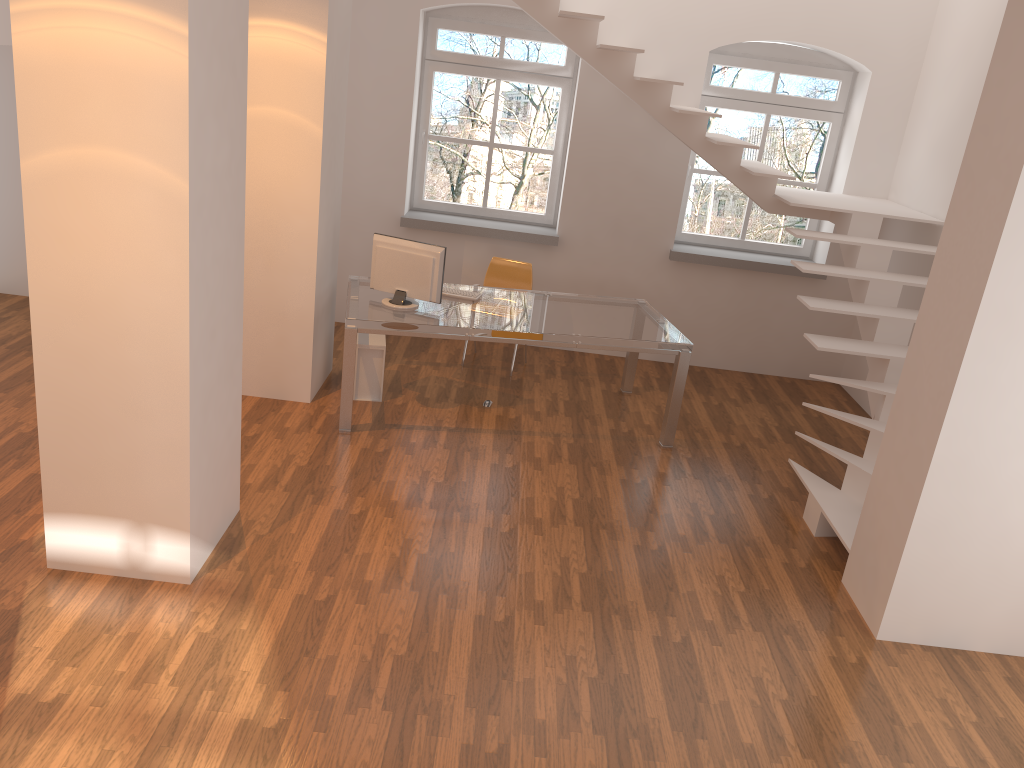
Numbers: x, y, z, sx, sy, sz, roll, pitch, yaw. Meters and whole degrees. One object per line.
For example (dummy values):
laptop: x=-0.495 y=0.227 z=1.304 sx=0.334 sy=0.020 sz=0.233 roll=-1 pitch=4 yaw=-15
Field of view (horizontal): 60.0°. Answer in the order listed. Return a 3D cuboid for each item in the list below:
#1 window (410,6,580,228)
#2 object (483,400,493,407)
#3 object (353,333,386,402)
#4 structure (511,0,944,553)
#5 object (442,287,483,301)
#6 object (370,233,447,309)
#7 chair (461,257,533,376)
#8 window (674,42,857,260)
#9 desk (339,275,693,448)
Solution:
window: x=-0.155 y=-2.261 z=7.534 sx=1.308 sy=1.737 sz=0.142 roll=7 pitch=20 yaw=-1
object: x=-0.174 y=0.138 z=6.394 sx=0.054 sy=0.035 sz=0.115 roll=10 pitch=20 yaw=8
object: x=-1.019 y=-0.153 z=6.324 sx=0.200 sy=0.422 sz=0.474 roll=4 pitch=20 yaw=-10
structure: x=0.758 y=-1.109 z=5.721 sx=4.630 sy=3.042 sz=3.450 roll=7 pitch=20 yaw=-1
object: x=-0.450 y=-0.652 z=6.237 sx=0.467 sy=0.031 sz=0.200 roll=10 pitch=20 yaw=8
object: x=-0.719 y=-0.724 z=5.771 sx=0.516 sy=0.418 sz=0.245 roll=18 pitch=22 yaw=27
chair: x=-0.104 y=-0.550 z=7.090 sx=0.495 sy=0.829 sz=0.464 roll=12 pitch=20 yaw=13
window: x=2.121 y=-1.983 z=7.578 sx=1.308 sy=1.737 sz=0.142 roll=7 pitch=20 yaw=-1
desk: x=-0.040 y=-0.172 z=6.214 sx=2.239 sy=0.750 sz=1.092 roll=4 pitch=20 yaw=-10
